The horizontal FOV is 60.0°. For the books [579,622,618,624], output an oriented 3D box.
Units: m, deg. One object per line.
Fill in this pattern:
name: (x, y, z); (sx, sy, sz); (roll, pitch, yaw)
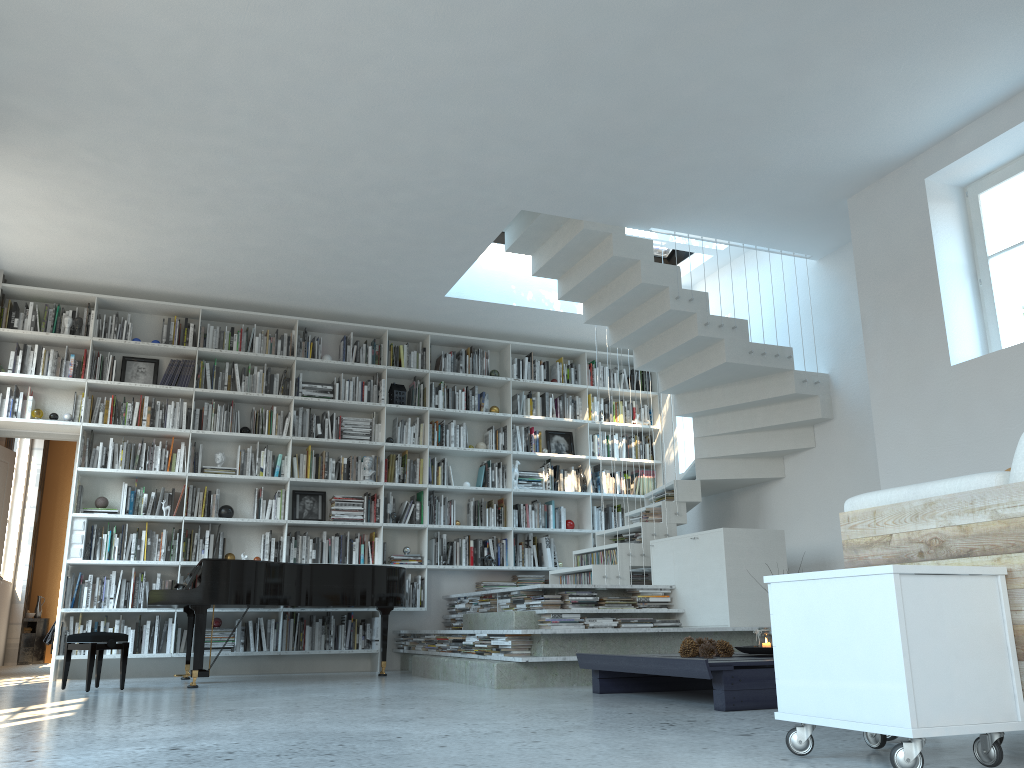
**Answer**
books: (0.604, 1.711, 6.355); (0.273, 0.012, 0.159); (6, -17, -23)

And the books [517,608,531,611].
books: (0.139, 1.710, 6.716); (0.142, 0.020, 0.231); (4, -16, -16)

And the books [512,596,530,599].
books: (0.128, 1.620, 6.736); (0.168, 0.013, 0.282); (6, -17, -24)

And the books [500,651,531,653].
books: (0.022, 1.716, 5.682); (0.132, 0.014, 0.206); (5, -16, -21)

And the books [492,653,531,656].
books: (-0.005, 1.728, 5.667); (0.184, 0.017, 0.231); (5, -16, -19)

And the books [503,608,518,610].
books: (0.038, 1.775, 6.998); (0.136, 0.013, 0.259); (5, -17, -21)

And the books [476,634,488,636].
books: (-0.121, 1.688, 5.970); (0.182, 0.016, 0.257); (5, -16, -18)

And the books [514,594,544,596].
books: (0.129, 1.603, 6.741); (0.170, 0.008, 0.209); (5, -16, -18)

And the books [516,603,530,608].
books: (0.140, 1.680, 6.725); (0.155, 0.028, 0.190); (5, -16, -20)

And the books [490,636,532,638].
books: (-0.008, 1.625, 5.694); (0.176, 0.010, 0.267); (7, -17, -25)

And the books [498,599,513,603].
books: (0.015, 1.716, 7.005); (0.174, 0.029, 0.251); (6, -17, -23)

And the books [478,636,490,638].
books: (-0.120, 1.700, 5.967); (0.178, 0.010, 0.196); (4, -16, -16)

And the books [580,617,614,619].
books: (0.601, 1.679, 6.371); (0.220, 0.013, 0.149); (6, -17, -22)

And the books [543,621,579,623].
books: (0.343, 1.677, 6.248); (0.210, 0.012, 0.168); (4, -16, -17)

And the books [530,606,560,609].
books: (0.239, 1.633, 6.468); (0.161, 0.014, 0.213); (4, -16, -17)

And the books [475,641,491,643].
books: (-0.119, 1.733, 5.959); (0.168, 0.013, 0.282); (7, -17, -26)

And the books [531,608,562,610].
books: (0.253, 1.645, 6.471); (0.144, 0.009, 0.250); (5, -17, -21)

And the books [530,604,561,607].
books: (0.244, 1.619, 6.474); (0.152, 0.015, 0.208); (6, -17, -24)

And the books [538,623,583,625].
books: (0.340, 1.692, 6.250); (0.285, 0.008, 0.160); (6, -17, -23)

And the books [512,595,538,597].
books: (0.129, 1.610, 6.739); (0.171, 0.007, 0.261); (6, -17, -23)

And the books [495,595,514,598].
books: (0.002, 1.677, 7.010); (0.192, 0.014, 0.257); (7, -17, -25)

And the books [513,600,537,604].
books: (0.131, 1.653, 6.728); (0.177, 0.026, 0.231); (5, -16, -21)

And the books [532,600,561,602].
books: (0.254, 1.589, 6.486); (0.137, 0.012, 0.243); (5, -16, -20)

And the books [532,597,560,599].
books: (0.249, 1.568, 6.490); (0.132, 0.009, 0.270); (4, -16, -17)

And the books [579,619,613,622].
books: (0.599, 1.700, 6.369); (0.211, 0.018, 0.135); (5, -16, -18)

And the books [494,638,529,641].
books: (-0.001, 1.638, 5.693); (0.165, 0.015, 0.243); (4, -16, -17)

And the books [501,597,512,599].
books: (0.024, 1.694, 7.014); (0.145, 0.017, 0.209); (7, -17, -26)

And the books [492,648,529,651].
books: (-0.011, 1.697, 5.673); (0.187, 0.017, 0.206); (4, -16, -16)

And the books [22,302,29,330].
books: (-4.083, -0.525, 7.437); (0.010, 0.280, 0.161); (5, -16, -21)

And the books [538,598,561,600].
books: (0.274, 1.580, 6.497); (0.091, 0.011, 0.190); (6, -17, -23)

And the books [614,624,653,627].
books: (0.872, 1.755, 6.443); (0.250, 0.018, 0.178); (5, -16, -18)

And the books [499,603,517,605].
books: (0.011, 1.736, 6.997); (0.178, 0.015, 0.188); (4, -16, -16)

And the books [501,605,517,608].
books: (0.021, 1.756, 6.996); (0.167, 0.024, 0.192); (5, -16, -20)

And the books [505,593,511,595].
books: (0.030, 1.666, 7.024); (0.134, 0.014, 0.182); (4, -16, -16)

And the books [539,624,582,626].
books: (0.341, 1.699, 6.249); (0.264, 0.006, 0.165); (5, -16, -20)

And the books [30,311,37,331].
books: (-4.012, -0.485, 7.444); (0.030, 0.205, 0.176); (5, -16, -21)

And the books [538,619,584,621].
books: (0.341, 1.666, 6.255); (0.292, 0.012, 0.160); (5, -16, -18)

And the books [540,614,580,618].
books: (0.341, 1.638, 6.261); (0.234, 0.025, 0.158); (7, -17, -26)

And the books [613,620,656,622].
books: (0.873, 1.724, 6.448); (0.287, 0.018, 0.190); (6, -17, -22)

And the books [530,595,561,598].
books: (0.246, 1.557, 6.492); (0.149, 0.014, 0.229); (6, -17, -23)

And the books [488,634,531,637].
books: (-0.015, 1.613, 5.694); (0.192, 0.014, 0.257); (7, -17, -25)

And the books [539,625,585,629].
books: (0.348, 1.708, 6.227); (0.262, 0.023, 0.200); (6, -17, -23)

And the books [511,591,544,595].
books: (0.116, 1.587, 6.739); (0.189, 0.022, 0.238); (4, -16, -16)

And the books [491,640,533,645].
books: (-0.001, 1.658, 5.688); (0.157, 0.027, 0.288); (7, -17, -26)

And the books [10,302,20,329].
books: (-4.150, -0.529, 7.399); (0.025, 0.268, 0.177); (5, -16, -21)

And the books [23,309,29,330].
books: (-4.070, -0.495, 7.444); (0.024, 0.226, 0.158); (5, -16, -21)

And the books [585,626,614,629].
books: (0.603, 1.744, 6.351); (0.208, 0.015, 0.153); (6, -17, -23)

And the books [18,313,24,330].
books: (-4.108, -0.482, 7.433); (0.031, 0.195, 0.145); (5, -16, -21)

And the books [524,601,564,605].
books: (0.232, 1.599, 6.474); (0.185, 0.014, 0.298); (6, -17, -22)

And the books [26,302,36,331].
books: (-4.043, -0.523, 7.452); (0.028, 0.282, 0.190); (5, -16, -21)

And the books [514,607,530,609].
books: (0.135, 1.696, 6.718); (0.154, 0.007, 0.293); (5, -16, -18)

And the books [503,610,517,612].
books: (0.029, 1.789, 6.991); (0.132, 0.016, 0.263); (4, -16, -16)

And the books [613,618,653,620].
books: (0.862, 1.713, 6.457); (0.275, 0.008, 0.177); (5, -17, -21)

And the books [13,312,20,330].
books: (-4.126, -0.486, 7.399); (0.028, 0.186, 0.182); (5, -16, -21)

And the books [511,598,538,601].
books: (0.127, 1.635, 6.731); (0.187, 0.009, 0.251); (5, -17, -21)

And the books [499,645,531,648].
books: (0.018, 1.682, 5.689); (0.137, 0.019, 0.225); (5, -16, -20)

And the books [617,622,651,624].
books: (0.863, 1.743, 6.468); (0.273, 0.009, 0.129); (5, -16, -18)

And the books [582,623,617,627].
books: (0.608, 1.724, 6.342); (0.232, 0.019, 0.170); (7, -17, -26)

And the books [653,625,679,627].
books: (1.114, 1.790, 6.550); (0.179, 0.010, 0.160); (5, -17, -21)
